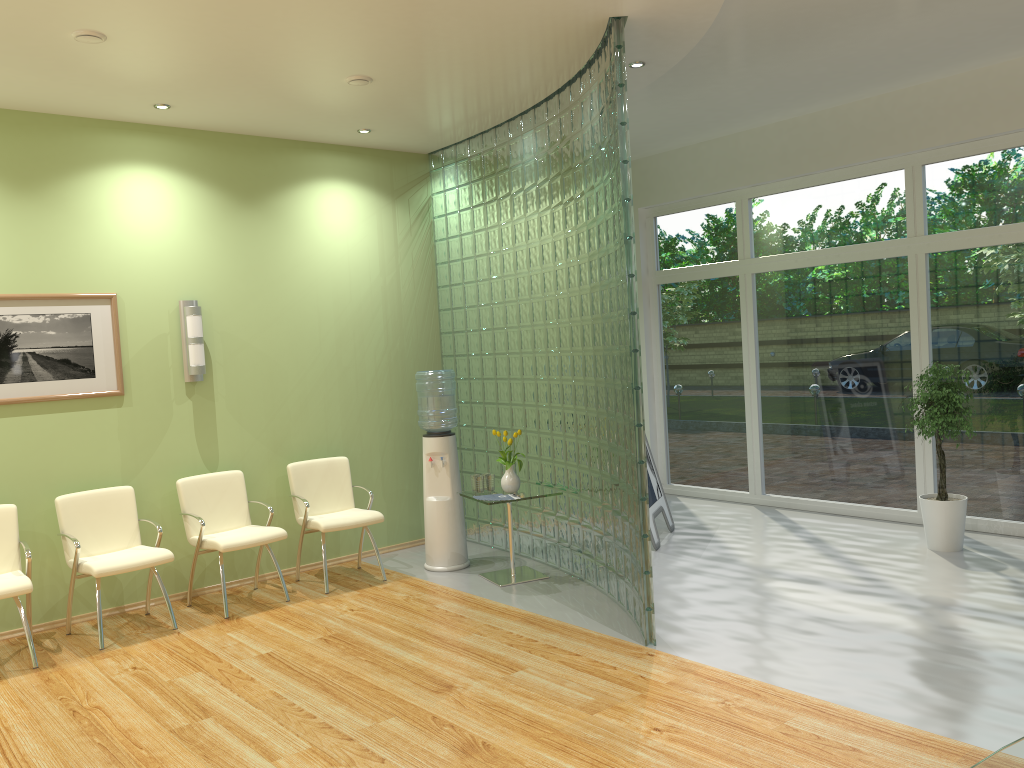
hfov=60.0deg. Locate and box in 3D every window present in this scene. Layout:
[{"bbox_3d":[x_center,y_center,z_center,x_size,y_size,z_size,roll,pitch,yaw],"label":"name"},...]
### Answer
[{"bbox_3d":[4.504,-0.351,5.750,0.092,3.000,9.401,-6,3,-39],"label":"window"}]

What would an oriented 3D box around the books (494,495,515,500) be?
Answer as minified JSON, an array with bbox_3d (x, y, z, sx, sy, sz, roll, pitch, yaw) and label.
[{"bbox_3d":[-0.048,0.786,6.153,0.150,0.004,0.210,-4,3,-4],"label":"books"}]

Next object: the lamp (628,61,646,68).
[{"bbox_3d":[0.771,-1.967,5.469,0.105,0.011,0.105,-4,3,-22],"label":"lamp"}]

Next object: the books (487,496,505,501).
[{"bbox_3d":[-0.084,0.788,6.156,0.150,0.004,0.210,-3,3,16],"label":"books"}]

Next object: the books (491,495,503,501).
[{"bbox_3d":[-0.066,0.787,6.153,0.150,0.004,0.210,-3,3,6],"label":"books"}]

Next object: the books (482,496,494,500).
[{"bbox_3d":[-0.101,0.789,6.163,0.150,0.004,0.210,-2,3,26],"label":"books"}]

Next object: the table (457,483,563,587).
[{"bbox_3d":[-0.007,1.083,6.387,0.581,0.614,0.581,-5,3,-25],"label":"table"}]

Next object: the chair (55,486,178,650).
[{"bbox_3d":[12.525,0.301,3.206,31.281,0.986,0.752,-3,3,9],"label":"chair"}]

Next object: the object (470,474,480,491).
[{"bbox_3d":[-0.268,0.725,6.509,0.071,0.119,0.072,-6,3,-39],"label":"object"}]

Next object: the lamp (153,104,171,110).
[{"bbox_3d":[-2.273,-1.800,5.762,0.105,0.011,0.105,-2,3,32],"label":"lamp"}]

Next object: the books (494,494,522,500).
[{"bbox_3d":[-0.030,0.785,6.156,0.150,0.004,0.210,-4,3,-14],"label":"books"}]

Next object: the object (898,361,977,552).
[{"bbox_3d":[3.132,0.511,6.478,0.503,1.376,0.590,-2,3,31],"label":"object"}]

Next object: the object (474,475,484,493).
[{"bbox_3d":[-0.234,0.727,6.432,0.071,0.119,0.072,-6,3,-39],"label":"object"}]

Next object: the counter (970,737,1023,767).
[{"bbox_3d":[2.157,0.442,0.328,3.674,0.078,1.837,-2,3,36],"label":"counter"}]

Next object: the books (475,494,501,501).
[{"bbox_3d":[-0.143,0.790,6.198,0.210,0.004,0.150,-5,3,-34],"label":"books"}]

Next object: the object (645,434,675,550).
[{"bbox_3d":[0.947,0.648,7.354,0.606,1.285,0.848,-2,3,21],"label":"object"}]

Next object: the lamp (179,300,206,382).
[{"bbox_3d":[-2.263,-0.307,6.302,0.134,0.580,0.142,-6,3,-39],"label":"lamp"}]

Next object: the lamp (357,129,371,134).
[{"bbox_3d":[-1.119,-1.912,6.714,0.105,0.011,0.105,-2,3,32],"label":"lamp"}]

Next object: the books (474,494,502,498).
[{"bbox_3d":[-0.152,0.790,6.214,0.210,0.004,0.150,-5,3,-24],"label":"books"}]

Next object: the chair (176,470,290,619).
[{"bbox_3d":[12.836,0.271,3.469,30.806,0.986,0.748,-3,3,10],"label":"chair"}]

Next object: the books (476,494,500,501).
[{"bbox_3d":[-0.131,0.790,6.184,0.210,0.004,0.150,-6,4,-44],"label":"books"}]

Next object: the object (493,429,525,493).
[{"bbox_3d":[-0.018,0.547,6.350,0.219,0.459,0.201,-4,3,-10],"label":"object"}]

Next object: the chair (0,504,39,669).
[{"bbox_3d":[-3.076,1.189,5.122,0.536,0.881,0.650,-5,3,-34],"label":"chair"}]

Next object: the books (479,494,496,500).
[{"bbox_3d":[-0.117,0.789,6.172,0.150,0.004,0.210,-2,3,36],"label":"books"}]

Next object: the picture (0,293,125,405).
[{"bbox_3d":[-3.052,-0.234,5.728,1.000,0.700,0.025,-6,3,-39],"label":"picture"}]

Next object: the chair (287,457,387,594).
[{"bbox_3d":[-1.303,1.017,6.579,0.536,0.881,0.650,-5,3,-34],"label":"chair"}]

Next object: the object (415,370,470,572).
[{"bbox_3d":[-0.541,0.649,6.778,0.353,1.506,0.353,-5,3,-32],"label":"object"}]

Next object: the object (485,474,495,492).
[{"bbox_3d":[-0.156,0.721,6.465,0.071,0.119,0.072,-6,3,-39],"label":"object"}]

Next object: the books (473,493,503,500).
[{"bbox_3d":[-0.158,0.789,6.231,0.210,0.004,0.150,-4,3,-14],"label":"books"}]

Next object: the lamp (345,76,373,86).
[{"bbox_3d":[-0.942,-1.859,5.462,0.167,0.024,0.167,-2,3,34],"label":"lamp"}]

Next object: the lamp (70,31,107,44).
[{"bbox_3d":[-2.136,-1.742,4.478,0.167,0.024,0.167,-3,3,11],"label":"lamp"}]

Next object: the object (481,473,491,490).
[{"bbox_3d":[-0.189,0.719,6.539,0.071,0.119,0.072,-6,3,-39],"label":"object"}]
